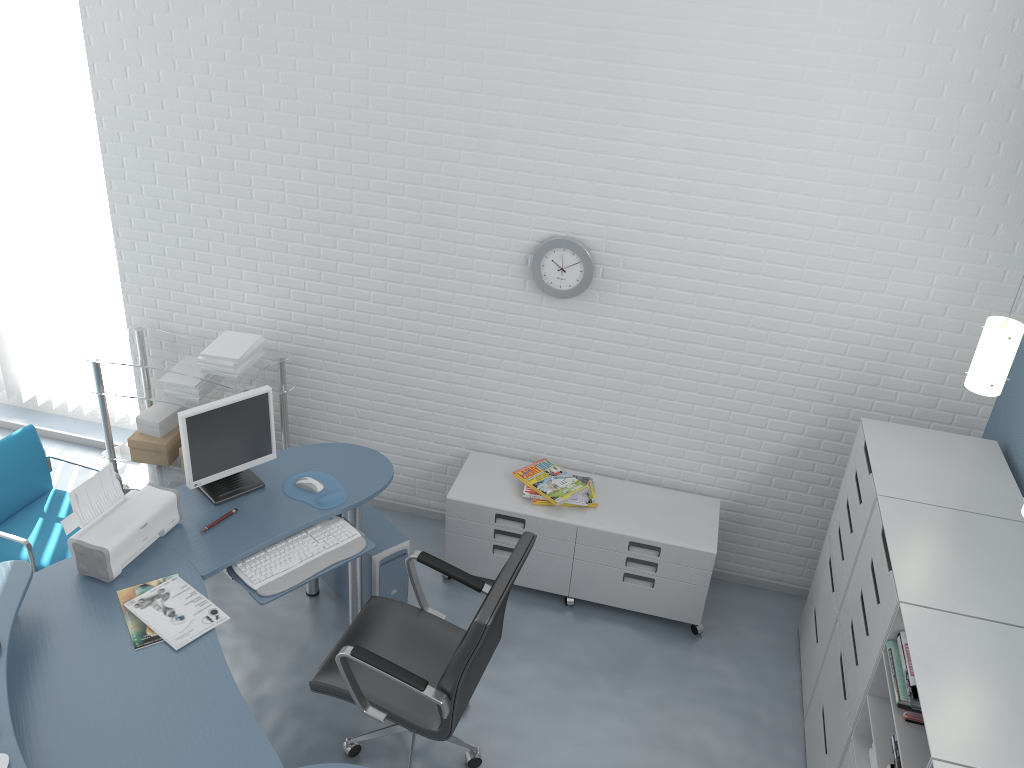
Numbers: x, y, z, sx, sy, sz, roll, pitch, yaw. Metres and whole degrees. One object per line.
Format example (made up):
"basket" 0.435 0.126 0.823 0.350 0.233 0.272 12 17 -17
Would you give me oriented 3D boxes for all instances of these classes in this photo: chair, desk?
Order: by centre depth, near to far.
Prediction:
"desk" -1.037 1.086 2.973 1.402 0.900 2.282 -2 29 -11
"chair" -0.330 0.978 3.228 0.652 0.948 0.584 13 29 15
"chair" -2.034 0.638 3.861 0.543 0.707 0.542 13 29 14

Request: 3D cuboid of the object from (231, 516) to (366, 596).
"object" -0.795 0.627 3.323 0.276 0.028 0.478 28 36 37

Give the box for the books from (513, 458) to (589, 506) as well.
"books" 0.180 0.455 4.149 0.210 0.020 0.300 -20 37 -37

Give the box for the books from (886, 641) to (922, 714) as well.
"books" 1.224 0.865 2.577 0.234 0.034 0.240 10 29 10

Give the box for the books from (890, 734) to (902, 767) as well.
"books" 1.152 1.090 2.381 0.224 0.041 0.283 10 29 10

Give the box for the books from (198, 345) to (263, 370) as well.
"books" -1.349 -0.147 4.264 0.190 0.015 0.270 10 29 10

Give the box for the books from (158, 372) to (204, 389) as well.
"books" -1.583 -0.058 4.374 0.190 0.015 0.270 9 29 8

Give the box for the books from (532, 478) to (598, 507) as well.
"books" 0.240 0.502 4.155 0.300 0.020 0.210 3 28 -3

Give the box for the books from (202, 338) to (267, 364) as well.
"books" -1.328 -0.173 4.252 0.190 0.015 0.270 10 29 10

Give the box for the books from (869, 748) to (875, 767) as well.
"books" 1.250 1.225 2.718 0.270 0.015 0.190 9 29 8

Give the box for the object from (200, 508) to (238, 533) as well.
"object" -1.108 0.516 3.353 0.013 0.013 0.178 20 32 26

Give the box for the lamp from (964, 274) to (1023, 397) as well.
"lamp" 1.728 -0.768 2.719 0.120 1.786 0.120 -10 32 -25

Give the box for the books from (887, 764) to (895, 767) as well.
"books" 1.149 1.179 2.417 0.212 0.034 0.265 10 29 10

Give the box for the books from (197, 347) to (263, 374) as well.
"books" -1.352 -0.131 4.266 0.190 0.015 0.270 11 29 12

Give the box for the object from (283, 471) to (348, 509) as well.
"object" -0.784 0.413 3.580 0.285 0.026 0.213 17 31 22

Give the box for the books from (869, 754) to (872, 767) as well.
"books" 1.249 1.238 2.725 0.270 0.015 0.190 10 29 10

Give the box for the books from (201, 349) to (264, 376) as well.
"books" -1.344 -0.118 4.275 0.190 0.015 0.270 9 29 8

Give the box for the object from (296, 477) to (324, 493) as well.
"object" -0.816 0.401 3.581 0.115 0.035 0.054 15 30 19

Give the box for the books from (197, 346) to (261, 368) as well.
"books" -1.349 -0.157 4.251 0.190 0.015 0.270 11 29 13

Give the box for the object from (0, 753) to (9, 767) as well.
"object" -1.315 0.966 2.189 0.119 0.016 0.119 0 29 -8

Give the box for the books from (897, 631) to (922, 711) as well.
"books" 1.234 0.838 2.546 0.212 0.044 0.265 10 29 10

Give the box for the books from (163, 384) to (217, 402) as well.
"books" -1.576 0.005 4.416 0.190 0.015 0.270 10 29 9

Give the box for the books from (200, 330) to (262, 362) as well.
"books" -1.339 -0.184 4.239 0.190 0.015 0.270 8 28 6

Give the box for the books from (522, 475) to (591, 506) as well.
"books" 0.212 0.483 4.144 0.300 0.020 0.210 8 28 6

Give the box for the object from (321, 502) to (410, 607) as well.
"object" -0.674 0.806 4.052 0.199 0.422 0.471 -19 36 -37

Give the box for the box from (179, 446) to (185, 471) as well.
"box" -1.501 0.318 4.518 0.207 0.133 0.347 10 29 11

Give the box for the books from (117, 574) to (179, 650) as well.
"books" -1.170 0.746 2.928 0.200 0.005 0.300 -13 33 -29

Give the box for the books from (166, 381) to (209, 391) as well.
"books" -1.564 -0.048 4.391 0.190 0.015 0.270 11 29 11

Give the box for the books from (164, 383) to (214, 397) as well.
"books" -1.565 -0.021 4.403 0.190 0.015 0.270 10 29 11

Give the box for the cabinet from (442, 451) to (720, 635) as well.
"cabinet" 0.332 0.745 4.250 1.259 0.484 0.447 10 29 10

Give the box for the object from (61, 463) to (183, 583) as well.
"object" -1.383 0.463 3.136 0.197 0.273 0.392 13 29 15

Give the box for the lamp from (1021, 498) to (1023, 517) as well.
"lamp" 1.536 -0.412 2.029 0.120 1.786 0.120 -10 32 -25

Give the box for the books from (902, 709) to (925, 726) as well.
"books" 1.231 0.896 2.577 0.209 0.019 0.265 10 29 10

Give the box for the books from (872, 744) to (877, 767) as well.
"books" 1.248 1.201 2.698 0.270 0.015 0.190 10 29 10

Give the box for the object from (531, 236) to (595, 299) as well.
"object" 0.223 -0.510 3.892 0.279 0.277 0.041 10 29 10

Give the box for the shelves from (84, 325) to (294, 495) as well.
"shelves" -1.600 0.233 4.529 0.896 0.848 0.441 11 29 11

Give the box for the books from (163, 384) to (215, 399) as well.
"books" -1.575 -0.008 4.409 0.190 0.015 0.270 8 28 7

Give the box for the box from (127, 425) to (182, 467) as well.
"box" -1.786 0.267 4.571 0.207 0.133 0.347 8 28 6

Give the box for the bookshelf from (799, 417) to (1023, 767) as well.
"bookshelf" 1.365 1.194 2.862 0.521 1.141 2.294 10 29 10

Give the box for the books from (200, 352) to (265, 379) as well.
"books" -1.345 -0.105 4.282 0.190 0.015 0.270 10 29 10

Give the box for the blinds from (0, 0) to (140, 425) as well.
"blinds" -3.962 -1.449 4.729 4.001 2.955 0.158 10 29 10

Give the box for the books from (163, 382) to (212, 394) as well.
"books" -1.566 -0.032 4.391 0.190 0.015 0.270 10 29 9

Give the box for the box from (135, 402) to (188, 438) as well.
"box" -1.778 0.169 4.519 0.139 0.090 0.234 13 29 14

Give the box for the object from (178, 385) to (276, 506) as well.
"object" -1.128 0.221 3.471 0.365 0.417 0.212 -21 37 -38

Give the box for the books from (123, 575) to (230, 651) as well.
"books" -1.106 0.750 2.925 0.300 0.010 0.200 24 34 31
